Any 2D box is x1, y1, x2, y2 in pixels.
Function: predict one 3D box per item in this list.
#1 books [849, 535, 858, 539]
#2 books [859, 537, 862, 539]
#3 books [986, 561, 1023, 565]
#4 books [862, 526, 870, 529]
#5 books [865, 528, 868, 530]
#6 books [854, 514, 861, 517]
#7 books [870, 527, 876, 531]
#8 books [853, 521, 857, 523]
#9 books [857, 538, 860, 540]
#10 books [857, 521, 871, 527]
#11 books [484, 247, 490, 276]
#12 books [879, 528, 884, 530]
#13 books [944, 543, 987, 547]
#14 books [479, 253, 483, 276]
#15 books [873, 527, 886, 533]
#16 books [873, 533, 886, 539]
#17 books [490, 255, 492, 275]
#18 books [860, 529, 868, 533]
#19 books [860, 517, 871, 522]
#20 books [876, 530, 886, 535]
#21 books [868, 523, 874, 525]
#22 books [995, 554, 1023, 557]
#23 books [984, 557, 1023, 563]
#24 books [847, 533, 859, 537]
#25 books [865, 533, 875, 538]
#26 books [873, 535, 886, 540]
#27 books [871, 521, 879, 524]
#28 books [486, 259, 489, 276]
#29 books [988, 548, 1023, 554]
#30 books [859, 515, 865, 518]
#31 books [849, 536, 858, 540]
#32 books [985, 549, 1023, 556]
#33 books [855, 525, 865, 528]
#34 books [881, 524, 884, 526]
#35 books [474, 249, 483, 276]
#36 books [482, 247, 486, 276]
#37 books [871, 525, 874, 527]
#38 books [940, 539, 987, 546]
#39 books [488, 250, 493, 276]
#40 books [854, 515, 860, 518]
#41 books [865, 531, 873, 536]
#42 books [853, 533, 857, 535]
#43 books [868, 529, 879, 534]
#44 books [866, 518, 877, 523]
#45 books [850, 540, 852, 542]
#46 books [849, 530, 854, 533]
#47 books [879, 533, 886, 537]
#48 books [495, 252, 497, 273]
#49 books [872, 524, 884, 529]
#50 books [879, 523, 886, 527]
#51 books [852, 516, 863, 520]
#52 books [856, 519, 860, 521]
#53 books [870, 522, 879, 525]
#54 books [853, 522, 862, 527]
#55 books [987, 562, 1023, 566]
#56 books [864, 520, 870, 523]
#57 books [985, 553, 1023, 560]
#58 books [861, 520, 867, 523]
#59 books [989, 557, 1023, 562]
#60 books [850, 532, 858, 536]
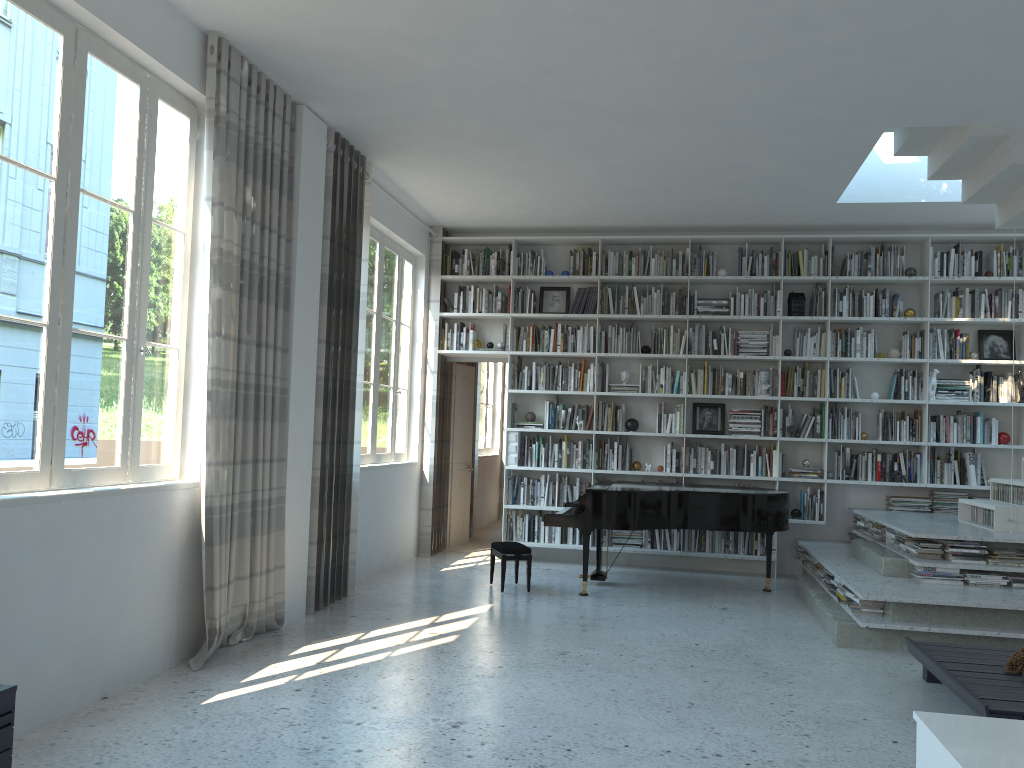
[{"bbox_3d":[3.171,1.389,8.041,0.158,0.012,0.279,2,-3,10],"label":"books"},{"bbox_3d":[3.121,1.353,7.735,0.137,0.018,0.200,2,-3,7],"label":"books"},{"bbox_3d":[3.329,1.193,5.936,0.287,0.005,0.165,1,-3,16],"label":"books"},{"bbox_3d":[3.151,1.250,7.720,0.152,0.009,0.259,2,-3,8],"label":"books"},{"bbox_3d":[3.163,1.265,7.717,0.131,0.021,0.240,1,-3,13],"label":"books"},{"bbox_3d":[3.203,1.193,8.009,0.159,0.011,0.246,2,-3,8],"label":"books"},{"bbox_3d":[3.099,1.218,7.421,0.154,0.018,0.221,2,-3,10],"label":"books"},{"bbox_3d":[3.197,1.255,8.007,0.179,0.012,0.262,1,-3,11],"label":"books"},{"bbox_3d":[3.114,1.367,7.735,0.159,0.009,0.228,1,-3,12],"label":"books"},{"bbox_3d":[3.134,1.222,7.724,0.189,0.030,0.238,2,-3,8],"label":"books"},{"bbox_3d":[-0.251,-1.198,8.837,0.029,0.314,0.129,2,-3,11],"label":"books"},{"bbox_3d":[3.038,1.164,7.142,0.161,0.012,0.254,1,-3,15],"label":"books"},{"bbox_3d":[3.059,1.086,6.000,0.228,0.009,0.159,2,-3,7],"label":"books"},{"bbox_3d":[-0.294,-1.170,8.847,0.030,0.257,0.130,2,-3,11],"label":"books"},{"bbox_3d":[3.035,1.179,7.142,0.179,0.017,0.293,1,-3,12],"label":"books"},{"bbox_3d":[3.032,1.228,7.140,0.178,0.014,0.247,2,-3,9],"label":"books"},{"bbox_3d":[-0.192,-1.153,8.819,0.021,0.226,0.156,2,-3,11],"label":"books"},{"bbox_3d":[3.144,1.284,7.719,0.173,0.017,0.233,2,-3,10],"label":"books"},{"bbox_3d":[3.152,1.180,7.723,0.163,0.018,0.290,2,-3,10],"label":"books"},{"bbox_3d":[3.043,1.196,7.140,0.159,0.018,0.203,2,-3,9],"label":"books"},{"bbox_3d":[3.094,1.179,7.424,0.167,0.008,0.234,2,-3,10],"label":"books"},{"bbox_3d":[3.333,1.143,5.950,0.179,0.010,0.160,1,-3,13],"label":"books"},{"bbox_3d":[3.333,1.185,5.957,0.293,0.014,0.134,2,-3,8],"label":"books"},{"bbox_3d":[3.159,1.374,8.044,0.184,0.006,0.262,1,-3,12],"label":"books"},{"bbox_3d":[3.082,1.267,7.422,0.183,0.012,0.296,2,-3,10],"label":"books"},{"bbox_3d":[3.025,1.241,7.141,0.182,0.011,0.253,1,-3,15],"label":"books"},{"bbox_3d":[3.100,1.159,7.424,0.149,0.013,0.220,1,-3,14],"label":"books"},{"bbox_3d":[-0.229,-1.134,8.819,0.024,0.187,0.159,2,-3,11],"label":"books"},{"bbox_3d":[3.332,1.119,5.939,0.203,0.011,0.173,2,-3,6],"label":"books"},{"bbox_3d":[3.143,1.154,7.726,0.171,0.020,0.193,2,-3,6],"label":"books"},{"bbox_3d":[3.167,1.401,8.041,0.170,0.012,0.215,1,-3,11],"label":"books"},{"bbox_3d":[3.333,1.131,5.945,0.245,0.013,0.172,2,-3,10],"label":"books"},{"bbox_3d":[3.201,1.287,8.005,0.163,0.017,0.233,1,-3,13],"label":"books"},{"bbox_3d":[3.048,1.122,7.142,0.139,0.028,0.262,1,-3,16],"label":"books"},{"bbox_3d":[-0.331,-1.185,8.836,0.039,0.282,0.182,2,-3,11],"label":"books"},{"bbox_3d":[-0.274,-1.194,8.830,0.014,0.304,0.145,2,-3,11],"label":"books"},{"bbox_3d":[3.104,1.202,7.421,0.150,0.013,0.215,1,-3,11],"label":"books"},{"bbox_3d":[3.063,1.075,6.020,0.261,0.016,0.129,2,-3,10],"label":"books"},{"bbox_3d":[-0.208,-1.177,8.824,0.013,0.275,0.158,2,-3,11],"label":"books"},{"bbox_3d":[3.203,1.203,8.009,0.167,0.008,0.234,2,-3,10],"label":"books"},{"bbox_3d":[3.078,1.255,7.423,0.190,0.012,0.235,2,-3,9],"label":"books"},{"bbox_3d":[3.169,1.354,8.043,0.152,0.015,0.208,1,-3,16],"label":"books"},{"bbox_3d":[3.087,1.238,7.422,0.164,0.023,0.242,1,-3,15],"label":"books"},{"bbox_3d":[3.088,1.144,7.427,0.165,0.015,0.243,2,-3,6],"label":"books"},{"bbox_3d":[3.167,1.435,8.040,0.163,0.019,0.187,2,-3,10],"label":"books"},{"bbox_3d":[3.163,1.343,8.045,0.174,0.009,0.240,1,-3,13],"label":"books"},{"bbox_3d":[3.054,1.214,7.137,0.138,0.017,0.237,2,-3,10],"label":"books"},{"bbox_3d":[-0.147,-1.165,8.807,0.021,0.253,0.179,2,-3,11],"label":"books"},{"bbox_3d":[3.032,1.153,7.144,0.187,0.009,0.261,2,-3,10],"label":"books"},{"bbox_3d":[3.058,1.143,7.139,0.128,0.013,0.296,2,-3,9],"label":"books"},{"bbox_3d":[3.193,1.214,8.010,0.171,0.015,0.253,2,-3,6],"label":"books"},{"bbox_3d":[3.213,1.237,8.005,0.145,0.008,0.298,2,-3,10],"label":"books"},{"bbox_3d":[3.100,1.170,7.423,0.160,0.010,0.179,1,-3,11],"label":"books"},{"bbox_3d":[3.193,1.270,8.008,0.175,0.017,0.265,1,-3,14],"label":"books"},{"bbox_3d":[3.329,1.199,5.936,0.291,0.007,0.174,1,-3,14],"label":"books"},{"bbox_3d":[3.152,1.195,7.722,0.143,0.012,0.264,1,-3,16],"label":"books"},{"bbox_3d":[3.329,1.154,5.927,0.273,0.014,0.188,2,-3,6],"label":"books"},{"bbox_3d":[3.146,1.204,7.723,0.171,0.007,0.206,1,-3,13],"label":"books"},{"bbox_3d":[3.331,1.169,5.942,0.214,0.015,0.177,1,-3,12],"label":"books"},{"bbox_3d":[3.166,1.366,8.043,0.159,0.009,0.210,1,-3,15],"label":"books"}]
